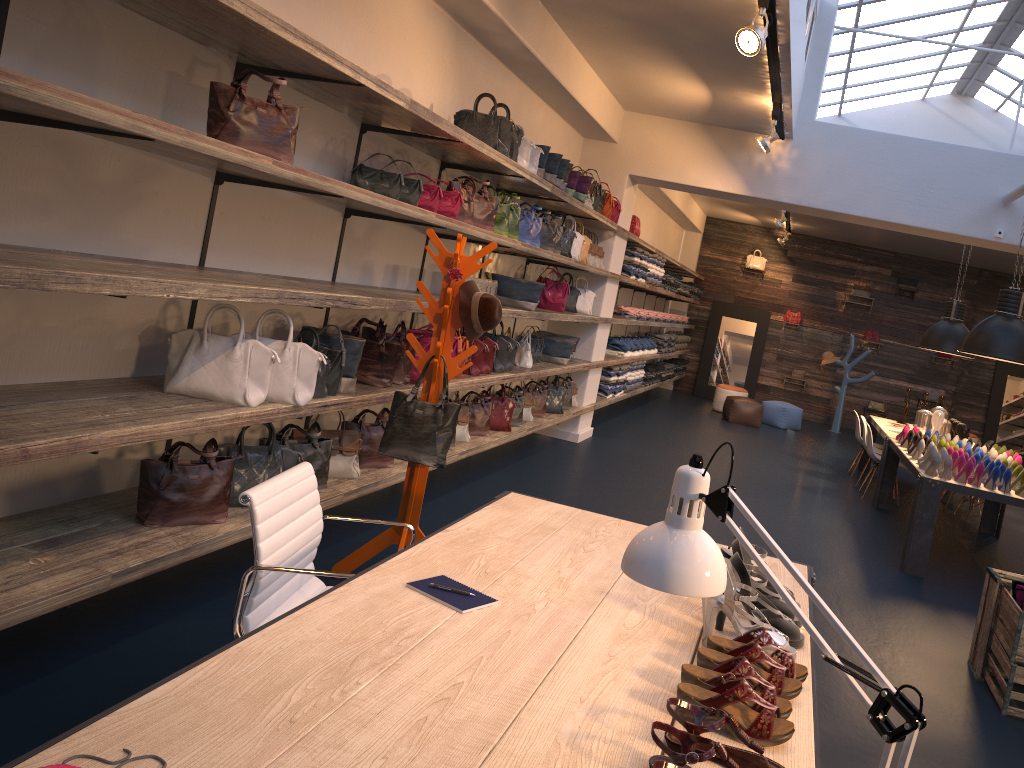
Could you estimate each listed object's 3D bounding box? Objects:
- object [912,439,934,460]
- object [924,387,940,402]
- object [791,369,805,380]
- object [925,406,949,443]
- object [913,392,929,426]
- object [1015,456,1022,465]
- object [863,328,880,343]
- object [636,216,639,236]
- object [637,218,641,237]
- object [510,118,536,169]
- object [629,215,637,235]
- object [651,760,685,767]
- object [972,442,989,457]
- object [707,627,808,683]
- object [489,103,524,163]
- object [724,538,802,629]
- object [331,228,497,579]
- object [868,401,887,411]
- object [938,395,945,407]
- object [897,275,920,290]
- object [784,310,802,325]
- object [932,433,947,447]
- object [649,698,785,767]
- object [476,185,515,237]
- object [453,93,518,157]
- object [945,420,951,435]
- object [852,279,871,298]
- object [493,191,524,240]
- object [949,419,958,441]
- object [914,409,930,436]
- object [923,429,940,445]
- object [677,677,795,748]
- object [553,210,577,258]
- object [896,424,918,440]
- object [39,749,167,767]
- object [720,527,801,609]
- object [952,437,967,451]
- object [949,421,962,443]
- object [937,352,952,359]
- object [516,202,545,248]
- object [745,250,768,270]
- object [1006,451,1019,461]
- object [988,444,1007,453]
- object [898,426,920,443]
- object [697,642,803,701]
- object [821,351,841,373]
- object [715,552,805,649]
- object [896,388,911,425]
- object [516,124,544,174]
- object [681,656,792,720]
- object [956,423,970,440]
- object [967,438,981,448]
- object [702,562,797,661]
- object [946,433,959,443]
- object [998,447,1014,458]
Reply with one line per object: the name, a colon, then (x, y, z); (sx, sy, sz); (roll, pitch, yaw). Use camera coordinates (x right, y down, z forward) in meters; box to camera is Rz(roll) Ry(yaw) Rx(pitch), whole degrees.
object: (3.557, 0.571, 7.473); (0.192, 0.194, 0.256); (13, 5, 23)
object: (7.916, 0.197, 16.353); (0.259, 0.229, 0.084); (14, 3, 29)
object: (5.518, -0.190, 16.737); (0.277, 0.175, 0.101); (11, 3, -12)
object: (4.462, 0.440, 9.126); (0.202, 0.411, 0.202); (12, 2, 2)
object: (5.243, 0.326, 11.101); (0.150, 0.467, 0.129); (10, 2, -33)
object: (4.601, 0.742, 7.845); (0.192, 0.194, 0.255); (13, 5, 21)
object: (6.865, -0.915, 16.516); (0.321, 0.254, 0.138); (11, 3, -2)
object: (1.298, -1.830, 9.940); (0.308, 0.244, 0.147); (13, 3, 13)
object: (1.336, -1.835, 10.041); (0.314, 0.244, 0.144); (12, 3, 5)
object: (-0.042, -1.653, 5.933); (0.420, 0.330, 0.195); (12, 3, 5)
object: (1.268, -1.824, 9.843); (0.311, 0.244, 0.146); (12, 3, 9)
object: (0.344, 0.716, 1.404); (0.270, 0.090, 0.222); (13, 6, 12)
object: (4.530, 0.653, 8.435); (0.196, 0.194, 0.250); (12, 5, 12)
object: (0.615, 0.663, 2.165); (0.248, 0.116, 0.105); (13, 4, 16)
object: (-0.123, -1.670, 5.725); (0.413, 0.385, 0.199); (13, 3, 12)
object: (0.744, 0.585, 2.578); (0.271, 0.223, 0.123); (13, 3, 12)
object: (-0.399, 0.135, 4.167); (0.412, 1.725, 0.478); (13, 2, 40)
object: (6.945, 0.414, 16.466); (0.376, 0.173, 0.224); (10, 5, -11)
object: (5.455, 0.375, 11.068); (0.144, 0.467, 0.136); (11, 2, -10)
object: (7.484, -1.910, 16.425); (0.413, 0.231, 0.180); (12, 4, 4)
object: (5.434, -1.294, 16.777); (0.320, 0.253, 0.145); (14, 3, 23)
object: (4.146, 0.566, 8.495); (0.199, 0.194, 0.246); (12, 5, 6)
object: (0.406, 0.698, 1.642); (0.270, 0.090, 0.233); (14, 7, 17)
object: (-0.142, -1.171, 5.873); (0.406, 0.321, 0.183); (8, 4, -37)
object: (-0.169, -1.656, 5.528); (0.420, 0.385, 0.195); (12, 3, 5)
object: (4.596, 0.510, 9.290); (0.174, 0.289, 0.175); (12, 3, 2)
object: (6.682, -1.835, 16.565); (0.334, 0.334, 0.174); (13, 3, 23)
object: (-0.057, -1.196, 6.140); (0.405, 0.338, 0.201); (8, 5, -39)
object: (4.918, 0.531, 9.676); (0.150, 0.284, 0.159); (12, 3, 13)
object: (4.451, 0.442, 9.407); (0.173, 0.335, 0.198); (13, 3, 32)
object: (4.228, 0.547, 8.781); (0.195, 0.194, 0.251); (13, 5, 14)
object: (0.473, 0.676, 1.828); (0.255, 0.116, 0.102); (12, 4, 5)
object: (0.384, -1.296, 7.454); (0.458, 0.385, 0.179); (8, 4, -39)
object: (4.017, 0.500, 8.808); (0.198, 0.194, 0.248); (12, 5, 9)
object: (-0.613, 0.564, 1.200); (0.154, 0.050, 0.315); (13, 7, 11)
object: (0.783, 0.577, 2.711); (0.272, 0.223, 0.122); (13, 3, 11)
object: (4.336, 0.609, 8.465); (0.195, 0.194, 0.251); (13, 5, 14)
object: (4.837, 0.545, 9.429); (0.150, 0.284, 0.159); (12, 3, 13)
object: (8.146, -0.608, 16.327); (0.242, 0.242, 0.224); (12, 4, 9)
object: (0.115, -1.225, 6.663); (0.405, 0.338, 0.201); (8, 5, -39)
object: (4.763, -2.420, 16.885); (0.427, 0.385, 0.192); (11, 2, -2)
object: (4.650, 0.716, 8.134); (0.195, 0.194, 0.251); (13, 5, 14)
object: (4.828, 0.688, 8.652); (0.195, 0.194, 0.251); (13, 5, 14)
object: (3.918, 0.512, 8.543); (0.196, 0.194, 0.257); (14, 5, 26)
object: (0.564, 0.667, 2.052); (0.256, 0.116, 0.101); (12, 4, 3)
object: (5.840, -0.371, 15.930); (0.327, 0.440, 0.366); (12, 4, 11)
object: (0.698, 0.595, 2.421); (0.279, 0.223, 0.119); (12, 3, 1)
object: (5.046, 0.281, 11.136); (0.132, 0.467, 0.147); (12, 2, 25)
object: (0.024, -1.664, 6.135); (0.418, 0.330, 0.196); (12, 3, 7)
object: (0.507, 0.668, 1.948); (0.246, 0.116, 0.106); (14, 4, 20)
object: (4.753, 0.560, 9.174); (0.150, 0.284, 0.159); (12, 3, 13)
object: (4.616, 0.635, 8.725); (0.195, 0.194, 0.251); (13, 5, 14)
object: (0.633, 0.599, 2.287); (0.279, 0.223, 0.119); (12, 3, 1)
object: (4.415, 0.591, 8.737); (0.192, 0.194, 0.254); (13, 5, 21)
object: (4.743, 0.704, 8.384); (0.195, 0.194, 0.251); (13, 5, 14)
